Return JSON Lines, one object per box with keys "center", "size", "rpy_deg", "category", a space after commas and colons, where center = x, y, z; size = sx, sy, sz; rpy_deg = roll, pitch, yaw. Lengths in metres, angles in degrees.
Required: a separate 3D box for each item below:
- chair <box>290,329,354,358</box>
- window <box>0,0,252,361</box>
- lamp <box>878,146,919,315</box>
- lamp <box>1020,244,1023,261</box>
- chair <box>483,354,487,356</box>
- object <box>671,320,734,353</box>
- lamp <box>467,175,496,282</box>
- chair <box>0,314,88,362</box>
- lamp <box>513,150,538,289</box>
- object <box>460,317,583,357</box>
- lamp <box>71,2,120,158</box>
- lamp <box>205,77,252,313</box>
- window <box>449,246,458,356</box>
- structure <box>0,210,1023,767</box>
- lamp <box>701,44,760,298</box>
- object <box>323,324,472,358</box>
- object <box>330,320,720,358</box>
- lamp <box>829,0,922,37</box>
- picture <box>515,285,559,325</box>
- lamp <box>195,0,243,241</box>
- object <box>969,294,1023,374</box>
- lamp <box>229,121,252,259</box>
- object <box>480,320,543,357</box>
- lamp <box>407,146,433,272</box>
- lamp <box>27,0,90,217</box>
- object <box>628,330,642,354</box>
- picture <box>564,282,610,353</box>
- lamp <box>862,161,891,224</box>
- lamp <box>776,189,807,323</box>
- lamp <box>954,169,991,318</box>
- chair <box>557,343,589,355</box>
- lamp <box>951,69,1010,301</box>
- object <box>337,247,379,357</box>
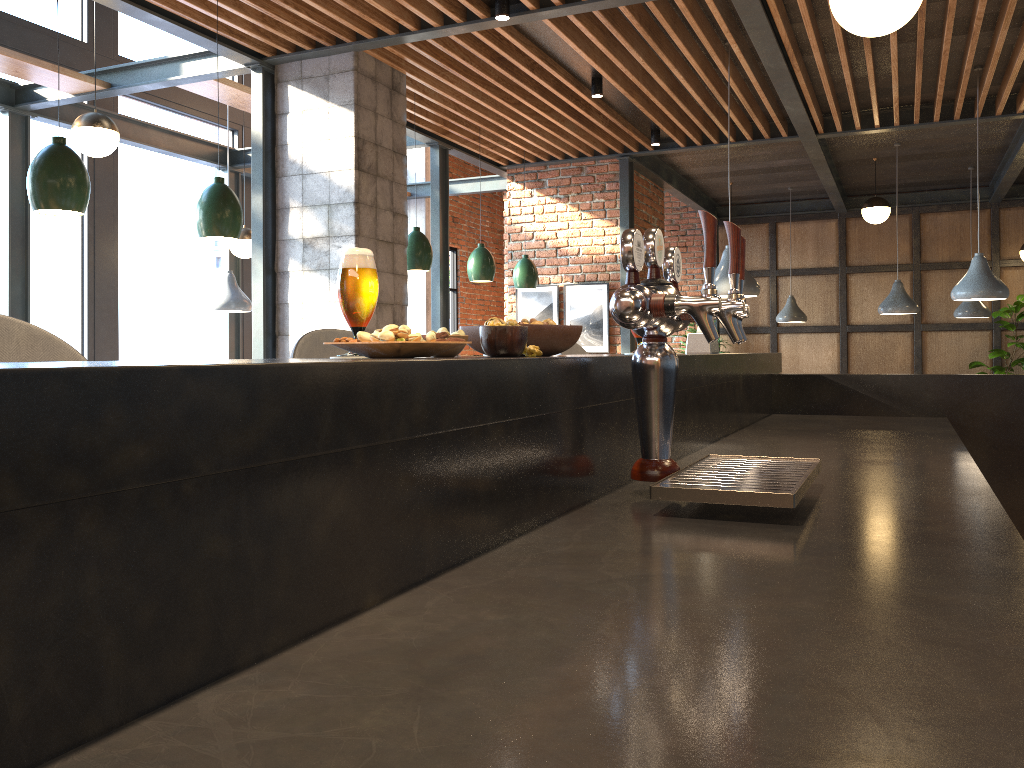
{"center": [-0.204, 0.501, 1.848], "size": [0.507, 1.244, 0.418], "rpy_deg": [-1, -1, 35], "category": "chair"}
{"center": [-3.657, -2.207, 6.305], "size": [0.127, 5.601, 8.723], "rpy_deg": [-1, 1, 24], "category": "window"}
{"center": [3.558, -2.895, 8.225], "size": [0.353, 4.493, 0.352], "rpy_deg": [0, -1, -31], "category": "lamp"}
{"center": [5.570, -3.174, 9.495], "size": [0.268, 3.796, 0.268], "rpy_deg": [0, -1, -23], "category": "lamp"}
{"center": [0.178, 0.474, 2.534], "size": [0.507, 1.244, 0.418], "rpy_deg": [-1, -1, 30], "category": "chair"}
{"center": [2.378, -0.079, 11.060], "size": [0.978, 1.723, 0.913], "rpy_deg": [0, 0, -11], "category": "object"}
{"center": [-0.248, -1.817, 6.978], "size": [0.224, 2.023, 0.224], "rpy_deg": [-1, -1, 27], "category": "lamp"}
{"center": [-0.550, 0.517, 1.166], "size": [0.507, 1.244, 0.418], "rpy_deg": [-1, -1, 20], "category": "chair"}
{"center": [0.113, -1.848, 7.793], "size": [0.224, 2.023, 0.224], "rpy_deg": [-1, -1, 27], "category": "lamp"}
{"center": [0.017, -0.086, 1.615], "size": [0.168, 0.073, 0.168], "rpy_deg": [1, 2, 44], "category": "object"}
{"center": [-2.548, -3.277, 5.413], "size": [0.268, 3.796, 0.268], "rpy_deg": [0, -1, -23], "category": "lamp"}
{"center": [-2.197, -2.803, 6.854], "size": [0.353, 4.493, 0.352], "rpy_deg": [0, -1, -14], "category": "lamp"}
{"center": [-1.248, -0.563, 11.724], "size": [0.097, 2.701, 2.136], "rpy_deg": [-1, 0, 24], "category": "window"}
{"center": [0.958, 0.447, 0.968], "size": [2.916, 1.397, 4.921], "rpy_deg": [0, 2, 24], "category": "structure"}
{"center": [1.327, -2.782, 5.476], "size": [0.353, 4.493, 0.352], "rpy_deg": [0, -1, -31], "category": "lamp"}
{"center": [-0.138, -0.067, 1.401], "size": [0.164, 0.052, 0.292], "rpy_deg": [1, 2, 32], "category": "object"}
{"center": [0.171, -0.118, 2.050], "size": [0.322, 0.106, 1.510], "rpy_deg": [0, 2, 27], "category": "object"}
{"center": [1.076, -2.941, 2.670], "size": [0.268, 3.796, 0.268], "rpy_deg": [-1, -1, 26], "category": "lamp"}
{"center": [0.234, -0.599, 8.214], "size": [0.430, 0.631, 0.015], "rpy_deg": [0, -1, 24], "category": "picture"}
{"center": [-1.430, -1.715, 4.315], "size": [0.224, 2.023, 0.224], "rpy_deg": [-1, -1, 27], "category": "lamp"}
{"center": [5.542, -0.091, 9.685], "size": [1.056, 1.796, 0.722], "rpy_deg": [0, 0, 34], "category": "object"}
{"center": [-2.338, -2.987, 7.723], "size": [0.268, 3.796, 0.268], "rpy_deg": [0, -1, -8], "category": "lamp"}
{"center": [-0.005, -0.073, 1.443], "size": [0.078, 0.060, 0.108], "rpy_deg": [0, 1, 32], "category": "object"}
{"center": [-0.659, -1.781, 6.053], "size": [0.224, 2.023, 0.224], "rpy_deg": [-1, -1, 27], "category": "lamp"}
{"center": [-1.791, -1.684, 3.500], "size": [0.224, 2.023, 0.224], "rpy_deg": [-1, -1, 27], "category": "lamp"}
{"center": [0.392, -0.183, 2.734], "size": [0.070, 0.178, 0.070], "rpy_deg": [-1, 0, 27], "category": "object"}
{"center": [0.673, -0.595, 8.019], "size": [0.430, 0.631, 0.015], "rpy_deg": [0, -1, 24], "category": "picture"}
{"center": [3.615, -3.492, 8.852], "size": [0.268, 3.796, 0.268], "rpy_deg": [0, -1, 3], "category": "lamp"}
{"center": [3.257, -2.968, 10.405], "size": [0.353, 4.493, 0.352], "rpy_deg": [0, -1, -31], "category": "lamp"}
{"center": [4.813, -2.943, 9.324], "size": [0.353, 4.493, 0.352], "rpy_deg": [0, -1, -31], "category": "lamp"}
{"center": [0.418, 0.445, 3.333], "size": [0.507, 1.244, 0.418], "rpy_deg": [-1, -1, 24], "category": "chair"}
{"center": [3.143, -2.815, 6.014], "size": [0.353, 4.493, 0.352], "rpy_deg": [0, -1, -31], "category": "lamp"}
{"center": [-0.256, -0.137, 1.472], "size": [0.070, 0.183, 0.070], "rpy_deg": [-1, -1, 44], "category": "object"}
